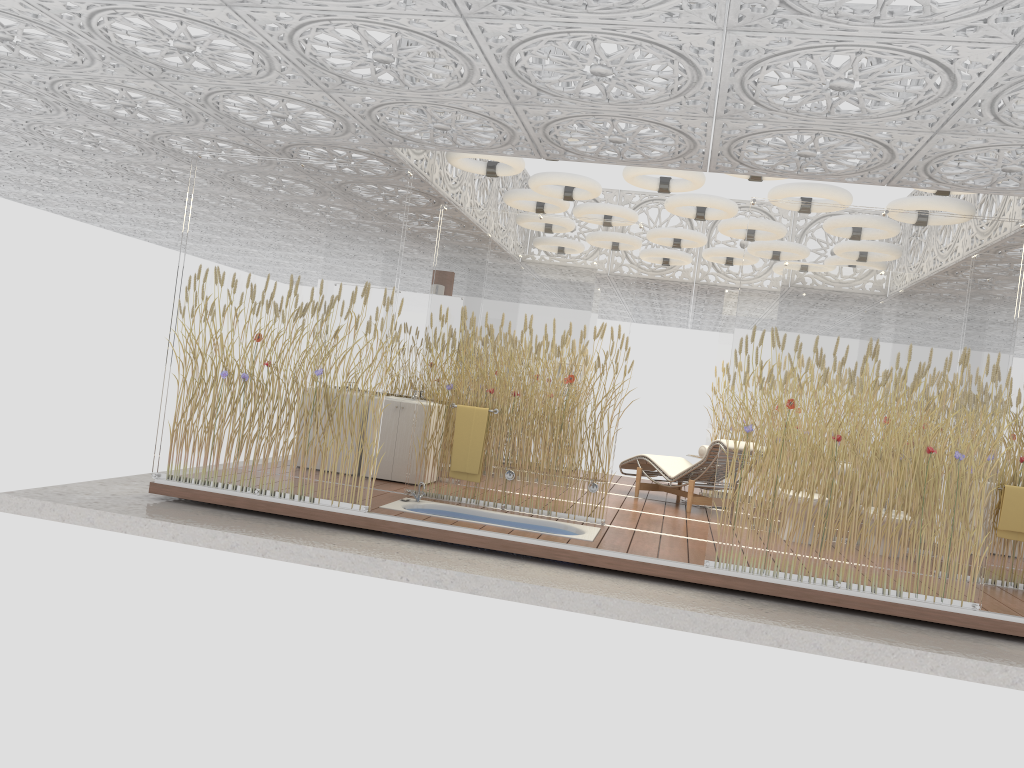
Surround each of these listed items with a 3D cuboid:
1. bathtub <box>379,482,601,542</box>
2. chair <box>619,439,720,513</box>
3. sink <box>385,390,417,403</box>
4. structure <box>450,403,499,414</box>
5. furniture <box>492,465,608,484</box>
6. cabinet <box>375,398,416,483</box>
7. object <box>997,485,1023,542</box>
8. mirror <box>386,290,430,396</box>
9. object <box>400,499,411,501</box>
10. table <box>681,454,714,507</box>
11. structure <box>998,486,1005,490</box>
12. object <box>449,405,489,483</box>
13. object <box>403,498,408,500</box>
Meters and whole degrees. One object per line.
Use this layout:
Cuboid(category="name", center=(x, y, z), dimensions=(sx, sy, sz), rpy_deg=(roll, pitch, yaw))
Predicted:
Cuboid(category="bathtub", center=(-0.171, 1.197, 7.182), dimensions=(1.700, 0.582, 0.700), rpy_deg=(7, 0, 11))
Cuboid(category="chair", center=(1.941, 0.945, 9.814), dimensions=(0.635, 0.811, 1.787), rpy_deg=(7, 0, -29))
Cuboid(category="sink", center=(-1.032, 0.194, 8.935), dimensions=(0.573, 0.266, 0.499), rpy_deg=(7, 0, 14))
Cuboid(category="structure", center=(-0.337, 0.214, 7.769), dimensions=(0.442, 0.047, 0.078), rpy_deg=(7, 0, 11))
Cuboid(category="furniture", center=(0.321, 0.765, 7.514), dimensions=(0.977, 0.014, 0.178), rpy_deg=(7, 0, 11))
Cuboid(category="cabinet", center=(-1.079, 0.559, 8.919), dimensions=(0.643, 0.782, 0.549), rpy_deg=(7, 0, 11))
Cuboid(category="object", center=(3.935, 1.007, 6.886), dimensions=(0.295, 0.427, 0.042), rpy_deg=(7, 0, 2))
Cuboid(category="mirror", center=(-1.253, -0.443, 9.255), dimensions=(1.422, 1.081, 0.009), rpy_deg=(7, 0, 11))
Cuboid(category="object", center=(-0.899, 0.981, 7.486), dimensions=(0.065, 0.011, 0.108), rpy_deg=(7, 0, 20))
Cuboid(category="table", center=(2.244, 1.109, 10.111), dimensions=(0.420, 0.535, 0.420), rpy_deg=(7, 0, -19))
Cuboid(category="structure", center=(4.020, 0.837, 6.905), dimensions=(0.405, 0.183, 0.115), rpy_deg=(7, 0, 9))
Cuboid(category="object", center=(-0.379, 0.520, 7.744), dimensions=(0.283, 0.656, 0.042), rpy_deg=(7, 0, 11))
Cuboid(category="object", center=(-0.898, 0.974, 7.486), dimensions=(0.035, 0.016, 0.066), rpy_deg=(7, 0, 20))
